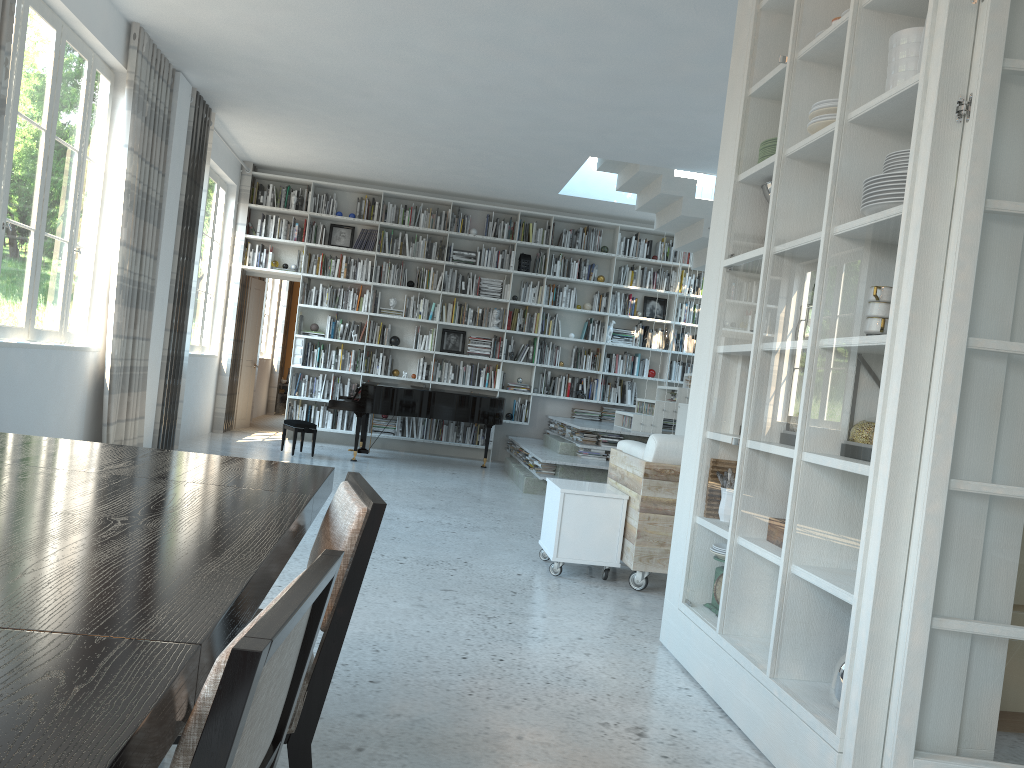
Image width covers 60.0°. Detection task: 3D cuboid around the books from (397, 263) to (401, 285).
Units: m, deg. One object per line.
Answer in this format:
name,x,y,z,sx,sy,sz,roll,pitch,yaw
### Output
books,-1.396,-1.341,10.926,0.011,0.291,0.176,7,1,-7

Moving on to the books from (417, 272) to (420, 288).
books,-1.163,-1.277,10.971,0.013,0.216,0.149,7,1,-7

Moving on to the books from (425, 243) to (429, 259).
books,-1.052,-1.630,10.977,0.024,0.213,0.150,7,1,-7

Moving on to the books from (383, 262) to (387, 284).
books,-1.562,-1.353,10.909,0.012,0.276,0.157,7,1,-7

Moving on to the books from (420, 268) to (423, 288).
books,-1.124,-1.297,10.979,0.009,0.267,0.149,7,1,-7

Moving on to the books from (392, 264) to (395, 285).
books,-1.462,-1.334,10.932,0.010,0.262,0.169,7,1,-7

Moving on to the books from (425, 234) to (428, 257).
books,-1.061,-1.682,10.953,0.011,0.313,0.183,7,1,-7

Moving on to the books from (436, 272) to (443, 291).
books,-0.896,-1.254,10.969,0.064,0.237,0.208,7,1,-7

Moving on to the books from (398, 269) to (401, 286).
books,-1.393,-1.303,10.954,0.012,0.217,0.133,7,1,-7

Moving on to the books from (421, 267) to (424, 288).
books,-1.109,-1.300,10.971,0.005,0.275,0.157,7,1,-7

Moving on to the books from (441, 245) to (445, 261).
books,-0.860,-1.607,11.006,0.028,0.212,0.134,7,1,-7

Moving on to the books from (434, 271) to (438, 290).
books,-0.940,-1.270,10.985,0.022,0.257,0.155,7,1,-7

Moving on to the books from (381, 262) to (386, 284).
books,-1.581,-1.357,10.910,0.026,0.279,0.151,7,1,-7

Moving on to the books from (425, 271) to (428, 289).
books,-1.060,-1.274,10.990,0.011,0.236,0.130,7,1,-7

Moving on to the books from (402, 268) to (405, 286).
books,-1.338,-1.307,10.962,0.009,0.237,0.134,7,1,-7

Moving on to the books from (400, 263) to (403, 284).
books,-1.364,-1.350,10.949,0.005,0.316,0.157,7,1,-7

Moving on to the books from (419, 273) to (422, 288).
books,-1.137,-1.265,10.970,0.011,0.200,0.162,7,1,-7

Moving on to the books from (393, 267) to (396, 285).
books,-1.440,-1.331,10.918,0.009,0.261,0.180,7,1,-7

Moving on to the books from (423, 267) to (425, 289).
books,-1.091,-1.304,10.983,0.033,0.287,0.155,7,1,-7

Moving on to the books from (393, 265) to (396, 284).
books,-1.452,-1.330,10.932,0.011,0.256,0.152,7,1,-7

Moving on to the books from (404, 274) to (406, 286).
books,-1.321,-1.291,10.956,0.004,0.209,0.132,7,1,-7

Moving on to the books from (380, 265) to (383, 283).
books,-1.602,-1.340,10.915,0.012,0.240,0.134,7,1,-7

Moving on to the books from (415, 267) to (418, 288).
books,-1.182,-1.309,10.978,0.012,0.276,0.129,7,1,-7

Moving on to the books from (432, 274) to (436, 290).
books,-0.966,-1.252,10.992,0.024,0.216,0.142,7,1,-7

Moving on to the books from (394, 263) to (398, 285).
books,-1.430,-1.339,10.925,0.011,0.279,0.169,7,1,-7

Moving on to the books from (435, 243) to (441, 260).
books,-0.912,-1.639,10.975,0.055,0.264,0.166,7,1,-7

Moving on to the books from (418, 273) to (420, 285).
books,-1.150,-1.285,10.946,0.005,0.236,0.178,7,1,-7

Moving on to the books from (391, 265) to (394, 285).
books,-1.471,-1.330,10.907,0.012,0.251,0.184,7,1,-7

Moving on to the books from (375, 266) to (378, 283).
books,-1.668,-1.331,10.897,0.015,0.208,0.186,7,1,-7

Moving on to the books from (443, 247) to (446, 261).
books,-0.839,-1.595,11.016,0.019,0.194,0.098,7,1,-7

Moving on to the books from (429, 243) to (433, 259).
books,-1.002,-1.626,10.965,0.030,0.218,0.182,7,1,-7

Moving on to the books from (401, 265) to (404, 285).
books,-1.351,-1.332,10.944,0.004,0.284,0.166,7,1,-7

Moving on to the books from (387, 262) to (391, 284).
books,-1.516,-1.351,10.906,0.010,0.283,0.183,7,1,-7

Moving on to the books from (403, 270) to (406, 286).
books,-1.329,-1.296,10.957,0.012,0.218,0.151,7,1,-7

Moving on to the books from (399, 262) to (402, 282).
books,-1.377,-1.354,10.941,0.004,0.321,0.153,7,1,-7

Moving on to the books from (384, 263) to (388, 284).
books,-1.545,-1.344,10.912,0.024,0.262,0.177,7,1,-7

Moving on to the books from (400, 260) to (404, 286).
books,-1.358,-1.357,10.946,0.005,0.331,0.161,7,1,-7

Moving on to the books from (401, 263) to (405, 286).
books,-1.341,-1.332,10.927,0.011,0.287,0.188,7,1,-7

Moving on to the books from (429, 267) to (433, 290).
books,-1.005,-1.291,10.976,0.022,0.284,0.190,7,1,-7

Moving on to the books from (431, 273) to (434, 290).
books,-0.983,-1.261,10.990,0.011,0.229,0.165,7,1,-7

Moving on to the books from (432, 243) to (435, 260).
books,-0.976,-1.626,10.972,0.022,0.222,0.161,7,1,-7

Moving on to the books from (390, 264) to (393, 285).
books,-1.480,-1.337,10.904,0.009,0.263,0.189,7,1,-7

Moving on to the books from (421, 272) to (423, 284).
books,-1.116,-1.271,10.949,0.006,0.216,0.181,7,1,-7

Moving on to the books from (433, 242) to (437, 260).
books,-0.954,-1.631,10.989,0.025,0.237,0.153,7,1,-7

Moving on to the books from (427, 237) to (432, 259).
books,-1.025,-1.666,10.981,0.022,0.290,0.146,7,1,-7

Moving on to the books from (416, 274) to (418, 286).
books,-1.176,-1.290,10.976,0.005,0.239,0.145,7,1,-7

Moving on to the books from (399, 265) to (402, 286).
books,-1.373,-1.323,10.936,0.010,0.262,0.158,7,1,-7

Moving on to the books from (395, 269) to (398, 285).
books,-1.423,-1.303,10.919,0.011,0.209,0.181,7,1,-7

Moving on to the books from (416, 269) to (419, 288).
books,-1.168,-1.289,10.952,0.005,0.240,0.173,7,1,-7

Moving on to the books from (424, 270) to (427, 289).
books,-1.067,-1.279,10.952,0.013,0.244,0.188,7,1,-7

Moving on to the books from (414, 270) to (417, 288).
books,-1.191,-1.299,10.970,0.005,0.254,0.161,7,1,-7

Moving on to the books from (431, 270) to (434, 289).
books,-0.991,-1.276,10.985,0.010,0.257,0.140,7,1,-7

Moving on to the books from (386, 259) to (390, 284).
books,-1.527,-1.370,10.926,0.011,0.317,0.154,7,1,-7

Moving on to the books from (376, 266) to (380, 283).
books,-1.649,-1.338,10.924,0.029,0.225,0.136,7,1,-7

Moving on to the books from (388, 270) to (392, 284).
books,-1.505,-1.301,10.927,0.029,0.187,0.149,7,1,-7

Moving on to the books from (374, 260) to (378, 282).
books,-1.679,-1.372,10.912,0.012,0.285,0.159,7,1,-7

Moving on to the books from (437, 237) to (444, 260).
books,-0.894,-1.656,10.976,0.058,0.302,0.175,7,1,-7

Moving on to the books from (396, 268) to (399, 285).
books,-1.413,-1.311,10.945,0.011,0.226,0.129,7,1,-7

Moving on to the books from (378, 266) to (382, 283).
books,-1.622,-1.332,10.927,0.024,0.219,0.140,7,1,-7

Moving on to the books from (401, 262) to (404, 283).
books,-1.354,-1.343,10.946,0.005,0.305,0.162,7,1,-7
